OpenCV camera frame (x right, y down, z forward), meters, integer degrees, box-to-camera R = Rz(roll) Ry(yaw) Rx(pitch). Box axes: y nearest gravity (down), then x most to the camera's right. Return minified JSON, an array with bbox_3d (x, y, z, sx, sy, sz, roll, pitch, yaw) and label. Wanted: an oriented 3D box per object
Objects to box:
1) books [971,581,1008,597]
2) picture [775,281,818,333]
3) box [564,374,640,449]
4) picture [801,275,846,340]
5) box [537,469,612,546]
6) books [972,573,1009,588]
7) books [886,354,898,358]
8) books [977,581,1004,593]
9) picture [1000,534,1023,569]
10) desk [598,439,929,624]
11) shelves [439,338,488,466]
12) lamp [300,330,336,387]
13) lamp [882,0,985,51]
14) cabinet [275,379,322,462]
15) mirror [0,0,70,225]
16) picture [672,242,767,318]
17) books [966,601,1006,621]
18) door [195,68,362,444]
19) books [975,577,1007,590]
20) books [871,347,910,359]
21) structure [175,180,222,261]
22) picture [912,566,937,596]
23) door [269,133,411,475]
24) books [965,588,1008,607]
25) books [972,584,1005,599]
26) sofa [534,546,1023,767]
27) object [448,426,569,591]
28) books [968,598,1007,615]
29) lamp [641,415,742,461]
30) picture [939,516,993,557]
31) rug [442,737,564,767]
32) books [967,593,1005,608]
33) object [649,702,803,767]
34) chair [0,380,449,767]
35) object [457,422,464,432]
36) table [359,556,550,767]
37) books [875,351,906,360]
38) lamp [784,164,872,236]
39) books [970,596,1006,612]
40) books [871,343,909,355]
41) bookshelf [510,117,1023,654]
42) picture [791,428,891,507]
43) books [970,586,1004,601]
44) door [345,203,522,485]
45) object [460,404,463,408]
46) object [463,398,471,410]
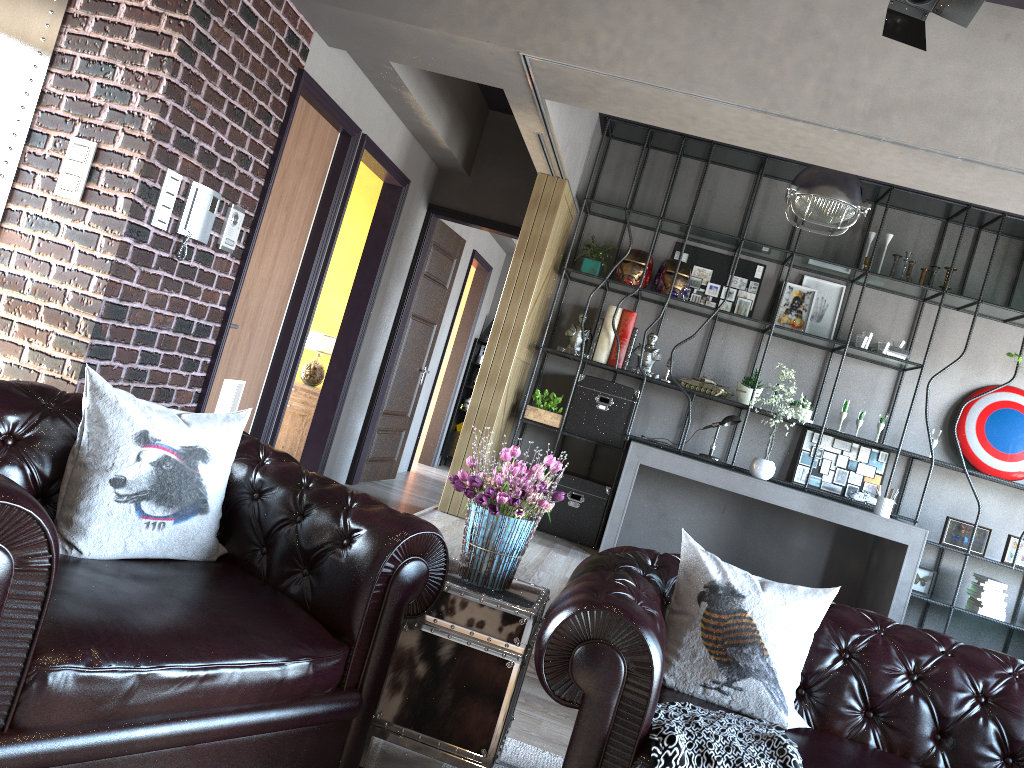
[{"bbox_3d":[3.530,1.515,6.559,0.174,0.019,0.243,17,0,9],"label":"books"},{"bbox_3d":[2.251,-0.589,7.074,0.268,0.414,0.101,16,-1,9],"label":"picture"},{"bbox_3d":[0.726,0.213,7.087,0.489,0.481,0.373,16,-1,9],"label":"box"},{"bbox_3d":[2.439,-0.586,7.089,0.332,0.515,0.119,16,-1,9],"label":"picture"},{"bbox_3d":[0.502,0.966,7.075,0.489,0.481,0.373,16,-1,9],"label":"box"},{"bbox_3d":[3.539,1.451,6.561,0.159,0.024,0.201,17,0,-1],"label":"books"},{"bbox_3d":[2.917,-0.193,6.889,0.179,0.034,0.243,17,0,-8],"label":"books"},{"bbox_3d":[3.535,1.494,6.551,0.163,0.023,0.231,16,0,24],"label":"books"},{"bbox_3d":[3.751,1.242,6.447,0.313,0.212,0.048,16,-1,9],"label":"picture"},{"bbox_3d":[1.812,1.161,6.711,2.131,0.886,0.844,17,-1,9],"label":"desk"},{"bbox_3d":[-0.229,0.359,11.253,0.912,1.678,0.353,16,-1,9],"label":"shelves"},{"bbox_3d":[-1.693,0.090,7.275,0.290,1.045,0.441,17,-1,-18],"label":"lamp"},{"bbox_3d":[1.599,-1.574,3.454,0.359,0.525,0.540,17,0,-6],"label":"lamp"},{"bbox_3d":[-2.232,0.228,7.341,1.433,0.750,0.408,16,-1,9],"label":"cabinet"},{"bbox_3d":[-2.552,-1.275,3.893,1.049,3.461,0.050,16,-1,9],"label":"mirror"},{"bbox_3d":[1.645,-0.831,7.249,0.749,0.503,0.058,16,-1,9],"label":"picture"},{"bbox_3d":[3.493,1.673,6.544,0.192,0.043,0.247,17,0,9],"label":"books"},{"bbox_3d":[-1.509,-0.485,5.265,0.219,2.540,1.002,16,-1,9],"label":"door"},{"bbox_3d":[3.543,1.475,6.565,0.155,0.020,0.205,17,0,9],"label":"books"},{"bbox_3d":[2.937,-0.241,6.896,0.243,0.024,0.175,17,0,5],"label":"books"},{"bbox_3d":[-1.490,-0.749,4.218,0.068,0.370,0.279,16,-1,9],"label":"structure"},{"bbox_3d":[3.061,1.468,6.639,0.172,0.190,0.036,16,-1,9],"label":"picture"},{"bbox_3d":[-1.758,-0.559,6.488,1.099,2.544,1.149,16,-1,9],"label":"door"},{"bbox_3d":[3.508,1.577,6.559,0.193,0.028,0.245,17,0,4],"label":"books"},{"bbox_3d":[3.526,1.535,6.564,0.155,0.022,0.205,17,0,4],"label":"books"},{"bbox_3d":[1.286,1.232,2.603,2.567,0.838,1.238,17,0,8],"label":"sofa"},{"bbox_3d":[-0.027,0.399,2.839,0.350,0.484,0.351,16,-1,39],"label":"object"},{"bbox_3d":[3.504,1.642,6.547,0.175,0.023,0.249,17,0,4],"label":"books"},{"bbox_3d":[1.423,0.348,7.005,0.741,0.371,0.204,16,-1,33],"label":"lamp"},{"bbox_3d":[3.333,1.120,6.515,0.313,0.212,0.049,16,-1,9],"label":"picture"},{"bbox_3d":[0.849,1.534,1.932,2.476,0.003,2.252,17,0,9],"label":"rug"},{"bbox_3d":[3.503,1.598,6.559,0.193,0.014,0.255,17,0,12],"label":"books"},{"bbox_3d":[0.340,1.125,1.909,0.563,0.569,1.696,16,0,29],"label":"object"},{"bbox_3d":[-1.119,0.513,2.400,1.247,0.845,1.489,16,0,39],"label":"chair"},{"bbox_3d":[-0.500,0.502,11.424,0.393,0.321,0.057,16,-1,9],"label":"object"},{"bbox_3d":[-0.173,0.917,2.829,0.418,0.609,0.405,16,-1,9],"label":"table"},{"bbox_3d":[2.918,-0.222,6.896,0.166,0.024,0.227,17,0,-12],"label":"books"},{"bbox_3d":[2.046,-1.532,5.585,0.534,1.149,0.516,17,-1,-14],"label":"lamp"},{"bbox_3d":[3.511,1.620,6.547,0.175,0.023,0.249,17,0,9],"label":"books"},{"bbox_3d":[2.935,-0.270,6.892,0.225,0.029,0.179,17,0,1],"label":"books"},{"bbox_3d":[2.441,0.107,6.856,4.486,3.283,0.526,16,-1,9],"label":"bookshelf"},{"bbox_3d":[2.593,0.656,6.990,0.666,0.447,0.051,16,-1,9],"label":"picture"},{"bbox_3d":[3.514,1.554,6.566,0.159,0.021,0.224,17,0,9],"label":"books"},{"bbox_3d":[-0.476,-0.175,8.175,1.150,2.544,1.127,16,-1,9],"label":"door"},{"bbox_3d":[-0.641,0.279,11.226,0.031,0.054,0.042,17,-1,-36],"label":"object"},{"bbox_3d":[-0.543,0.258,11.295,0.139,0.162,0.139,17,-1,-26],"label":"object"}]
